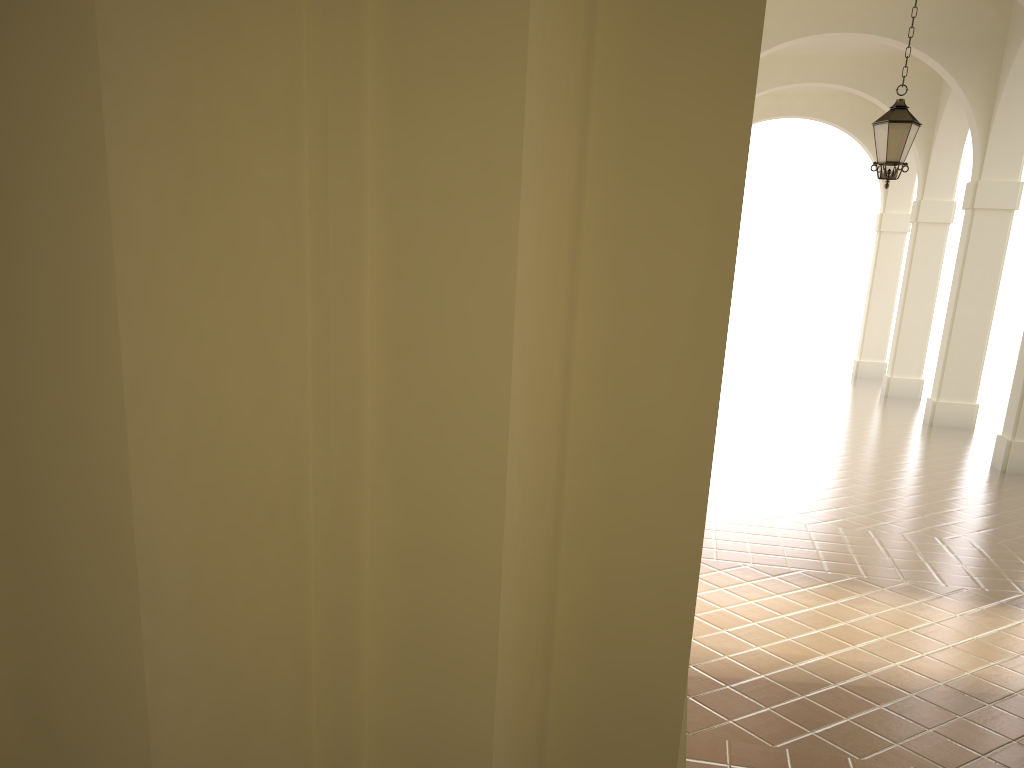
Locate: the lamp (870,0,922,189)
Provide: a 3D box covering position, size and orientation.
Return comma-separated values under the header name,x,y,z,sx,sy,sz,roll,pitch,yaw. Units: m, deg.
name,x,y,z,sx,sy,sz,roll,pitch,yaw
lamp,4.142,-3.767,9.033,0.508,3.449,0.425,6,16,10
